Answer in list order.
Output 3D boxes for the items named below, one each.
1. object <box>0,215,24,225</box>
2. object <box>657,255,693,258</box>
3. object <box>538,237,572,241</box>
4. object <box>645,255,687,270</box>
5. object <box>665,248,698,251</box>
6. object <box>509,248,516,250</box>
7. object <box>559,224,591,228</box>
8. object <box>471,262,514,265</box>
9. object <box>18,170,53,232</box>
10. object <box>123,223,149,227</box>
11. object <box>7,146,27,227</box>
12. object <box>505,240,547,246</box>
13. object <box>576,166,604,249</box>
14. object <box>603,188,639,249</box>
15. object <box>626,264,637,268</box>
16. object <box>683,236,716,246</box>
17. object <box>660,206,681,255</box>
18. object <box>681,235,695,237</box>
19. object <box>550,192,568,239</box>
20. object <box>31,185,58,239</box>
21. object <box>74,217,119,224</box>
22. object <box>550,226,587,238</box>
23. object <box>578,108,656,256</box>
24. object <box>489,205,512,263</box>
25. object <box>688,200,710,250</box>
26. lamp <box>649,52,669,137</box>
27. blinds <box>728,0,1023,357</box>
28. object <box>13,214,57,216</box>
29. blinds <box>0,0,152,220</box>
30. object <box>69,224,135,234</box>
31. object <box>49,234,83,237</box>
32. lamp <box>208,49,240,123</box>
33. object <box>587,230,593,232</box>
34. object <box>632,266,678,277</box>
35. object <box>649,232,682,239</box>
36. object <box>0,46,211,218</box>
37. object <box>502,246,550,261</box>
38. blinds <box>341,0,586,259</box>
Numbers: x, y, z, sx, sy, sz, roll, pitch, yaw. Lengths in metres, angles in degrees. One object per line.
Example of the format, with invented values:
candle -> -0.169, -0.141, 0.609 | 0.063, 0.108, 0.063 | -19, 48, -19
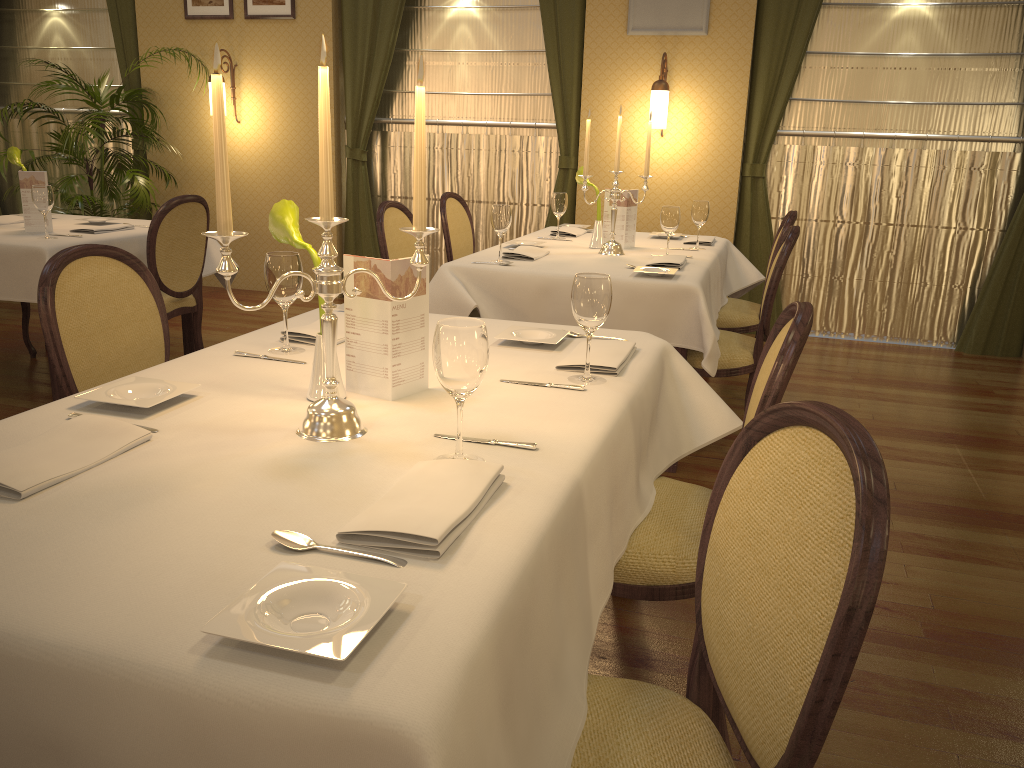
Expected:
object -> -2.546, -0.805, 4.375 | 0.142, 0.033, 0.273 | 6, 16, 15
object -> 0.717, -0.576, 3.981 | 0.185, 0.010, 0.017 | 6, 16, 16
object -> 0.219, -0.732, 4.476 | 0.185, 0.010, 0.017 | 7, 16, 17
object -> 0.647, -0.509, 3.704 | 0.142, 0.033, 0.273 | 6, 16, 15
object -> 0.798, -0.648, 4.246 | 0.185, 0.010, 0.017 | 6, 16, 16
object -> 0.075, -0.605, 4.009 | 0.185, 0.010, 0.017 | 7, 16, 17
object -> 0.353, -0.881, 4.997 | 0.160, 0.024, 0.160 | 6, 16, 15
object -> -0.080, -0.488, 3.569 | 0.181, 0.015, 0.038 | 7, 16, 17
object -> -2.225, -0.841, 4.089 | 0.166, 0.277, 0.081 | 8, 17, 22
object -> -1.868, -0.792, 4.435 | 0.181, 0.015, 0.038 | 7, 16, 17
object -> -2.340, -0.944, 4.254 | 0.163, 0.375, 0.076 | 14, 20, 36
object -> 0.067, -0.647, 4.135 | 0.160, 0.024, 0.160 | 6, 16, 15
object -> 0.374, -0.832, 4.178 | 0.163, 0.375, 0.076 | 14, 20, 36
object -> 0.524, -0.780, 4.198 | 0.166, 0.277, 0.081 | -2, 16, -12
object -> 0.549, -0.467, 3.568 | 0.181, 0.015, 0.038 | 7, 16, 17
object -> 0.968, -0.738, 4.569 | 0.142, 0.024, 0.273 | 6, 16, 15
object -> 0.683, -0.656, 3.858 | 0.088, 0.229, 0.088 | -6, 17, -25
object -> 0.978, -0.796, 4.786 | 0.181, 0.015, 0.038 | 7, 16, 17
object -> 0.238, -0.859, 4.525 | 0.088, 0.229, 0.088 | -6, 17, -25
object -> -2.040, -0.750, 3.871 | 0.088, 0.229, 0.088 | -6, 17, -25
object -> -2.110, -0.826, 4.511 | 0.160, 0.024, 0.160 | 6, 16, 15
object -> 0.305, -0.813, 4.740 | 0.142, 0.033, 0.273 | 6, 16, 15
object -> 0.461, -0.901, 3.930 | 0.390, 0.655, 0.131 | -3, 17, -17
object -> -0.046, -0.613, 3.620 | 0.088, 0.229, 0.088 | -6, 17, -25
object -> 0.902, -0.765, 4.271 | 0.088, 0.229, 0.088 | -6, 17, -25
lamp -> 0.937, -1.844, 5.657 | 0.114, 0.513, 0.323 | 3, 16, 5
blinds -> 2.426, -2.447, 5.260 | 1.876, 4.537, 0.129 | 6, 16, 15
object -> -2.498, -0.873, 4.633 | 0.160, 0.024, 0.160 | 6, 16, 15
blinds -> -3.725, -3.137, 6.984 | 1.934, 4.537, 0.225 | 6, 16, 15
object -> -1.956, -0.742, 4.237 | 0.142, 0.024, 0.273 | 6, 16, 15
object -> -2.016, -0.672, 3.997 | 0.185, 0.010, 0.017 | 6, 16, 16
lamp -> -2.122, -2.186, 6.509 | 0.114, 0.513, 0.323 | 3, 16, 5
object -> 0.367, -0.846, 4.891 | 0.181, 0.015, 0.038 | 7, 16, 17
object -> 0.551, -0.427, 3.410 | 0.160, 0.024, 0.160 | 6, 16, 15
object -> 0.817, -0.786, 4.716 | 0.160, 0.024, 0.160 | 6, 16, 15
object -> -2.949, -1.531, 6.445 | 1.496, 1.807, 1.552 | 1, 16, -3
object -> 0.063, -0.565, 3.833 | 0.142, 0.033, 0.273 | 6, 16, 15
blinds -> -0.368, -2.759, 6.038 | 1.878, 4.537, 0.129 | 6, 16, 15
